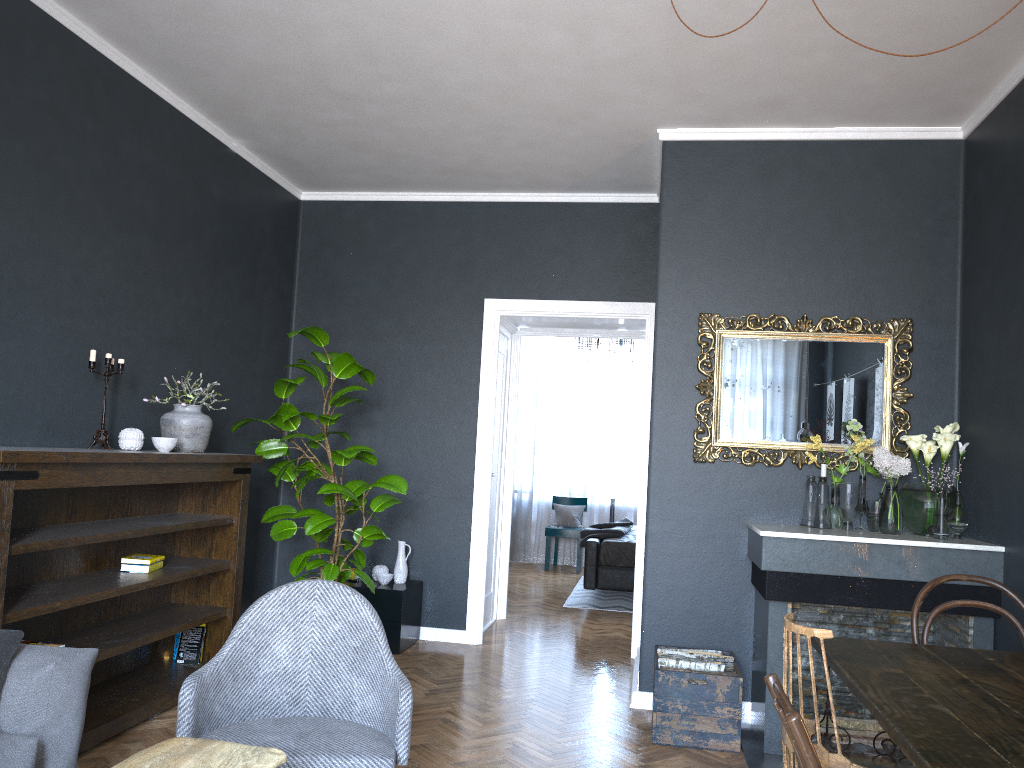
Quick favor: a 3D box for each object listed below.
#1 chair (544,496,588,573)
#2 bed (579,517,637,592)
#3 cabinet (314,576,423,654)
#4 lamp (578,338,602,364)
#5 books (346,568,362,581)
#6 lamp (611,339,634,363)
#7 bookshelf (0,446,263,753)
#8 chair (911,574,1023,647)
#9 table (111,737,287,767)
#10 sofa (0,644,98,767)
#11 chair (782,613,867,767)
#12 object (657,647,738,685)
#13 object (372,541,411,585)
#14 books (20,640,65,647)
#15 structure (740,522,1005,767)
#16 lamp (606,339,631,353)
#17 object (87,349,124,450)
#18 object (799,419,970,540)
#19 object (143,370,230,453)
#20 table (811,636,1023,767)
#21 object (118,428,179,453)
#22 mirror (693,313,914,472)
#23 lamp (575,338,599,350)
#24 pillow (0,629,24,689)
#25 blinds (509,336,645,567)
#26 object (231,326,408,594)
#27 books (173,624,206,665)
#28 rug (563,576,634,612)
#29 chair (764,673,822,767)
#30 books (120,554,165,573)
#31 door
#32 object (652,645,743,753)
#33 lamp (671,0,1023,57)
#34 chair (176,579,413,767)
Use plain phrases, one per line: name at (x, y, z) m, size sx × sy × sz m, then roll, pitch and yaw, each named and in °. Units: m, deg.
chair at (0.612, 1.676, 9.954) m, size 0.435 × 0.798 × 0.593 m, roll 2°, pitch -4°, yaw 9°
bed at (1.844, 1.430, 8.290) m, size 2.375 × 1.160 × 2.268 m, roll 2°, pitch -4°, yaw 9°
cabinet at (-0.953, 1.453, 5.638) m, size 0.650 × 0.390 × 0.457 m, roll 2°, pitch -4°, yaw 9°
lamp at (0.787, -0.611, 8.814) m, size 0.210 × 0.803 × 0.210 m, roll 2°, pitch -4°, yaw 23°
books at (-1.076, 1.224, 5.707) m, size 0.214 × 0.066 × 0.162 m, roll 3°, pitch -4°, yaw 5°
lamp at (1.144, -0.600, 9.068) m, size 0.210 × 0.746 × 0.210 m, roll 2°, pitch -4°, yaw 23°
bookshelf at (-1.736, 0.872, 3.788) m, size 0.451 × 1.171 × 1.921 m, roll 2°, pitch -4°, yaw 9°
chair at (1.497, 1.089, 2.756) m, size 0.438 × 0.919 × 0.550 m, roll 2°, pitch -4°, yaw 12°
table at (-0.734, 1.068, 1.660) m, size 0.339 × 0.549 × 0.788 m, roll 2°, pitch -4°, yaw 9°
sofa at (-1.846, 0.880, 1.641) m, size 0.970 × 0.797 × 2.343 m, roll 2°, pitch -5°, yaw 9°
chair at (0.883, 1.058, 2.321) m, size 0.384 × 0.855 × 0.456 m, roll 3°, pitch -4°, yaw -5°
object at (0.867, 1.388, 4.176) m, size 0.370 × 0.246 × 0.533 m, roll 2°, pitch -4°, yaw 10°
object at (-0.802, 1.134, 5.670) m, size 0.228 × 0.267 × 0.229 m, roll -1°, pitch -6°, yaw 43°
books at (-1.803, 0.954, 3.172) m, size 0.218 × 0.013 × 0.305 m, roll 2°, pitch -5°, yaw 14°
structure at (1.585, 1.172, 3.994) m, size 1.065 × 0.980 × 0.835 m, roll 2°, pitch -4°, yaw 9°
lamp at (0.990, -0.675, 8.095) m, size 0.210 × 0.769 × 0.210 m, roll 2°, pitch -4°, yaw 23°
object at (-1.806, 0.069, 3.899) m, size 0.130 × 0.437 × 0.145 m, roll 7°, pitch -5°, yaw -44°
object at (1.763, 0.430, 4.182) m, size 0.727 × 0.546 × 0.475 m, roll 2°, pitch -4°, yaw 12°
object at (-1.602, 0.131, 4.361) m, size 0.385 × 0.412 × 0.275 m, roll 4°, pitch -4°, yaw -12°
table at (1.358, 1.112, 1.921) m, size 1.126 × 0.727 × 1.606 m, roll 2°, pitch -4°, yaw 9°
object at (-1.645, 0.255, 4.017) m, size 0.255 × 0.103 × 0.118 m, roll 5°, pitch -5°, yaw -25°
mirror at (1.460, 0.037, 4.470) m, size 1.056 × 0.783 × 0.067 m, roll 2°, pitch -4°, yaw 9°
lamp at (0.725, -0.695, 8.434) m, size 0.210 × 0.713 × 0.210 m, roll 2°, pitch -4°, yaw 23°
pillow at (-1.684, 0.759, 2.256) m, size 0.442 × 0.361 × 0.798 m, roll 1°, pitch -5°, yaw 27°
blinds at (1.281, 0.739, 10.332) m, size 3.992 × 2.786 × 0.313 m, roll 2°, pitch -4°, yaw 9°
object at (-1.090, 0.644, 4.985) m, size 1.118 × 1.897 × 0.764 m, roll 3°, pitch -4°, yaw 3°
books at (-1.660, 1.342, 4.579) m, size 0.179 × 0.192 × 0.123 m, roll 2°, pitch -4°, yaw 13°
rug at (1.301, 1.984, 8.304) m, size 1.458 × 0.013 × 2.047 m, roll 2°, pitch -5°, yaw 9°
chair at (0.724, 1.012, 1.686) m, size 0.467 × 0.819 × 0.363 m, roll 2°, pitch -4°, yaw 9°
books at (-1.709, 0.864, 4.147) m, size 0.174 × 0.113 × 0.197 m, roll 3°, pitch -4°, yaw -2°
door at (-0.164, 0.651, 6.366) m, size 0.162 × 2.184 × 0.858 m, roll 2°, pitch -4°, yaw 9°
object at (0.859, 1.464, 4.172) m, size 0.383 × 0.326 × 0.553 m, roll 2°, pitch -4°, yaw 9°
lamp at (0.907, -0.739, 2.316) m, size 1.591 × 1.573 × 0.583 m, roll 0°, pitch -5°, yaw 41°
chair at (-0.634, 1.014, 2.594) m, size 0.645 × 0.810 × 0.495 m, roll 4°, pitch -4°, yaw -12°
